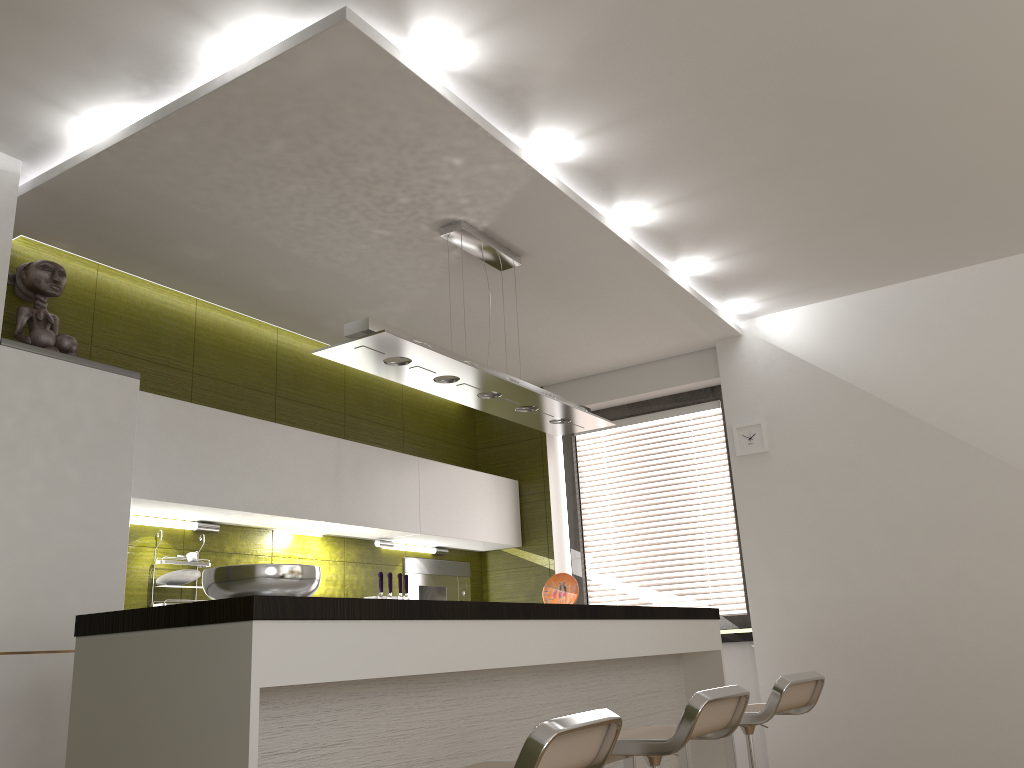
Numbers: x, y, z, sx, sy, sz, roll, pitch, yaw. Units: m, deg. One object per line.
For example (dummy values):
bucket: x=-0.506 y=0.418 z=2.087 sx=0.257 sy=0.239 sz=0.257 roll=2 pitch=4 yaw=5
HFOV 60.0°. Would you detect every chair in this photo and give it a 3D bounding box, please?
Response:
chair: x=0.435 y=1.300 z=2.461 sx=0.460 sy=0.857 sz=0.418 roll=-13 pitch=-20 yaw=30
chair: x=0.890 y=1.483 z=3.151 sx=0.460 sy=0.857 sz=0.418 roll=-15 pitch=-21 yaw=35
chair: x=-0.019 y=1.117 z=1.770 sx=0.460 sy=0.857 sz=0.418 roll=-12 pitch=-19 yaw=26

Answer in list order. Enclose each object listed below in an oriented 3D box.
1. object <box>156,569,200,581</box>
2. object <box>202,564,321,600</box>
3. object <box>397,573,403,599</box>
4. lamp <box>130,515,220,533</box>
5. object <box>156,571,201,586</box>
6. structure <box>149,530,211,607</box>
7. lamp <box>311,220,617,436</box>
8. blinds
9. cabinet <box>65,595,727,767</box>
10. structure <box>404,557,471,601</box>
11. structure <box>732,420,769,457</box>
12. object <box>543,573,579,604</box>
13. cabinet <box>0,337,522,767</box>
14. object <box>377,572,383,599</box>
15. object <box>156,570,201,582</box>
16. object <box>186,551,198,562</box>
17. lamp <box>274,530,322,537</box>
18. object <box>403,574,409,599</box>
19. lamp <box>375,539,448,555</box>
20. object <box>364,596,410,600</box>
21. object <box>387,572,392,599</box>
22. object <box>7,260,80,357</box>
object: x=-1.433 y=0.831 z=3.811 sx=0.173 sy=0.052 sz=0.181 roll=-13 pitch=-19 yaw=30
object: x=-0.678 y=0.558 z=2.409 sx=0.311 sy=0.105 sz=0.311 roll=13 pitch=-23 yaw=-43
object: x=-0.620 y=1.170 z=4.911 sx=0.013 sy=0.243 sz=0.036 roll=-13 pitch=-20 yaw=30
lamp: x=-1.563 y=0.594 z=3.827 sx=0.041 sy=0.041 sz=0.715 roll=-13 pitch=-19 yaw=30
object: x=-1.431 y=0.837 z=3.808 sx=0.173 sy=0.052 sz=0.181 roll=-13 pitch=-19 yaw=30
structure: x=-1.435 y=0.817 z=3.877 sx=0.110 sy=0.346 sz=0.266 roll=-13 pitch=-19 yaw=30
lamp: x=-0.110 y=-0.278 z=3.702 sx=0.326 sy=0.683 sz=1.677 roll=-13 pitch=-19 yaw=30
blinds: x=-0.085 y=-0.385 z=10.111 sx=16.000 sy=12.704 sz=9.030 roll=2 pitch=-18 yaw=-18
cabinet: x=-0.025 y=1.391 z=3.159 sx=0.663 sy=1.134 sz=2.947 roll=-13 pitch=-19 yaw=30
structure: x=-0.441 y=1.316 z=5.430 sx=0.015 sy=0.469 sz=0.663 roll=-13 pitch=-19 yaw=30
structure: x=1.336 y=0.305 z=4.970 sx=0.180 sy=0.180 sz=0.026 roll=-13 pitch=-19 yaw=30
object: x=0.224 y=0.960 z=4.086 sx=0.184 sy=0.178 sz=0.055 roll=-12 pitch=-19 yaw=27
cabinet: x=-1.029 y=1.284 z=4.271 sx=0.724 sy=2.089 sz=3.471 roll=-13 pitch=-19 yaw=30
object: x=-0.709 y=1.179 z=4.760 sx=0.013 sy=0.339 sz=0.046 roll=-13 pitch=-20 yaw=30
object: x=-1.432 y=0.834 z=3.809 sx=0.173 sy=0.052 sz=0.181 roll=-13 pitch=-19 yaw=30
object: x=-1.423 y=0.770 z=3.936 sx=0.046 sy=0.053 sz=0.051 roll=5 pitch=-19 yaw=-26
lamp: x=-1.097 y=0.771 z=4.565 sx=0.008 sy=0.008 sz=0.334 roll=-13 pitch=-19 yaw=30
object: x=-0.593 y=1.179 z=4.952 sx=0.013 sy=0.231 sz=0.040 roll=-13 pitch=-20 yaw=30
lamp: x=-0.584 y=0.971 z=5.259 sx=0.095 sy=0.041 sz=0.716 roll=-13 pitch=-19 yaw=30
object: x=-0.681 y=1.280 z=4.846 sx=0.107 sy=0.227 sz=0.293 roll=-13 pitch=-20 yaw=30
object: x=-0.668 y=1.161 z=4.835 sx=0.013 sy=0.264 sz=0.042 roll=-13 pitch=-20 yaw=30
object: x=-1.807 y=-0.268 z=3.445 sx=0.304 sy=0.488 sz=0.195 roll=-12 pitch=-19 yaw=28
